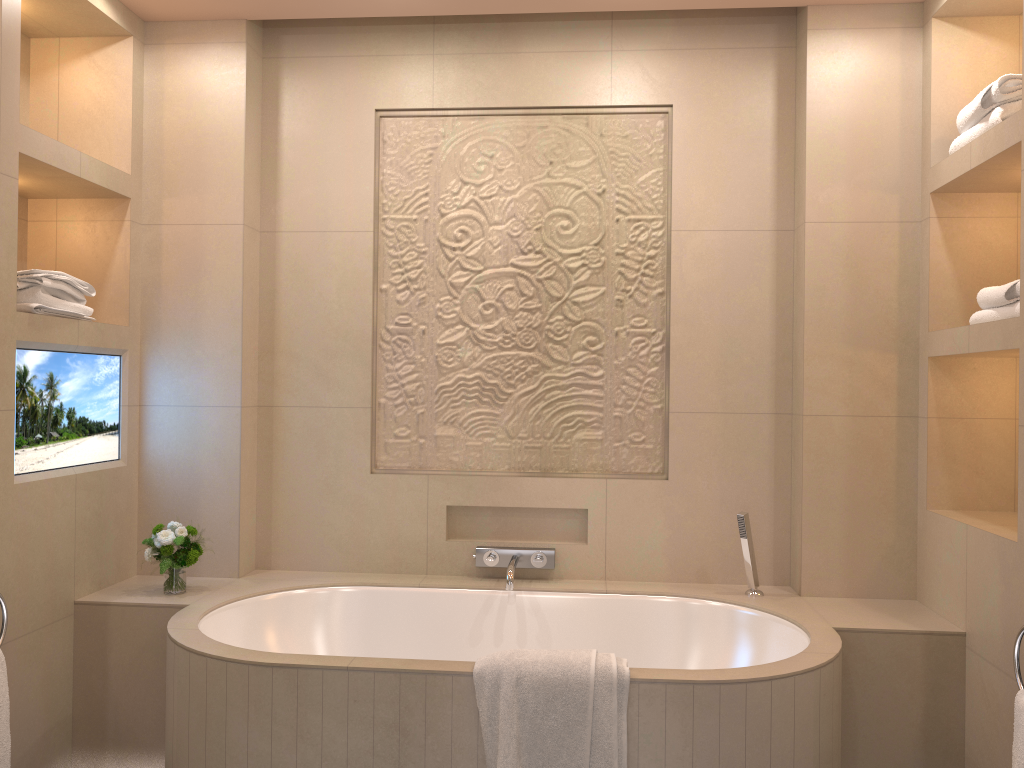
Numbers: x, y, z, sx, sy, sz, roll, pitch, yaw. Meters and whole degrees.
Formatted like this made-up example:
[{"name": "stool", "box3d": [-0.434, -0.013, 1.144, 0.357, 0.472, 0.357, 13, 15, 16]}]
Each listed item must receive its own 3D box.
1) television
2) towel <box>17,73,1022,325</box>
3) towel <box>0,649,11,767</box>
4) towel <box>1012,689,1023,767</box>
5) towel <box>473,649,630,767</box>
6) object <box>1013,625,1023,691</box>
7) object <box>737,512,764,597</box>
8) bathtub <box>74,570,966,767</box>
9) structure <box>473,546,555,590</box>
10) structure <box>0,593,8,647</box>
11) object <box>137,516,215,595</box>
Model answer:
[{"name": "television", "box3d": [-1.382, 0.080, 2.764, 0.025, 0.360, 0.564, 1, 0, 5]}, {"name": "towel", "box3d": [-0.004, -0.542, 2.647, 3.195, 0.726, 0.517, 1, 0, 5]}, {"name": "towel", "box3d": [-1.338, 0.905, 2.240, 0.116, 0.455, 0.173, 1, 0, -14]}, {"name": "towel", "box3d": [1.180, 0.936, 2.011, 0.116, 0.455, 0.173, 1, 0, -14]}, {"name": "towel", "box3d": [0.098, 0.878, 2.165, 0.374, 0.463, 0.453, 1, 0, 7]}, {"name": "object", "box3d": [1.212, 0.636, 2.013, 0.074, 0.226, 0.203, 1, 0, 5]}, {"name": "object", "box3d": [0.788, 0.561, 2.936, 0.114, 0.280, 0.059, 1, 0, -40]}, {"name": "bathtub", "box3d": [-0.038, 0.959, 2.640, 2.662, 0.540, 1.060, 1, 0, 5]}, {"name": "structure", "box3d": [-0.003, 0.630, 3.042, 0.290, 0.097, 0.259, 1, 0, 5]}, {"name": "structure", "box3d": [-1.363, 0.604, 2.241, 0.074, 0.226, 0.203, 1, 0, 5]}, {"name": "object", "box3d": [-1.100, 0.551, 2.889, 0.229, 0.252, 0.197, 1, 0, -43]}]
